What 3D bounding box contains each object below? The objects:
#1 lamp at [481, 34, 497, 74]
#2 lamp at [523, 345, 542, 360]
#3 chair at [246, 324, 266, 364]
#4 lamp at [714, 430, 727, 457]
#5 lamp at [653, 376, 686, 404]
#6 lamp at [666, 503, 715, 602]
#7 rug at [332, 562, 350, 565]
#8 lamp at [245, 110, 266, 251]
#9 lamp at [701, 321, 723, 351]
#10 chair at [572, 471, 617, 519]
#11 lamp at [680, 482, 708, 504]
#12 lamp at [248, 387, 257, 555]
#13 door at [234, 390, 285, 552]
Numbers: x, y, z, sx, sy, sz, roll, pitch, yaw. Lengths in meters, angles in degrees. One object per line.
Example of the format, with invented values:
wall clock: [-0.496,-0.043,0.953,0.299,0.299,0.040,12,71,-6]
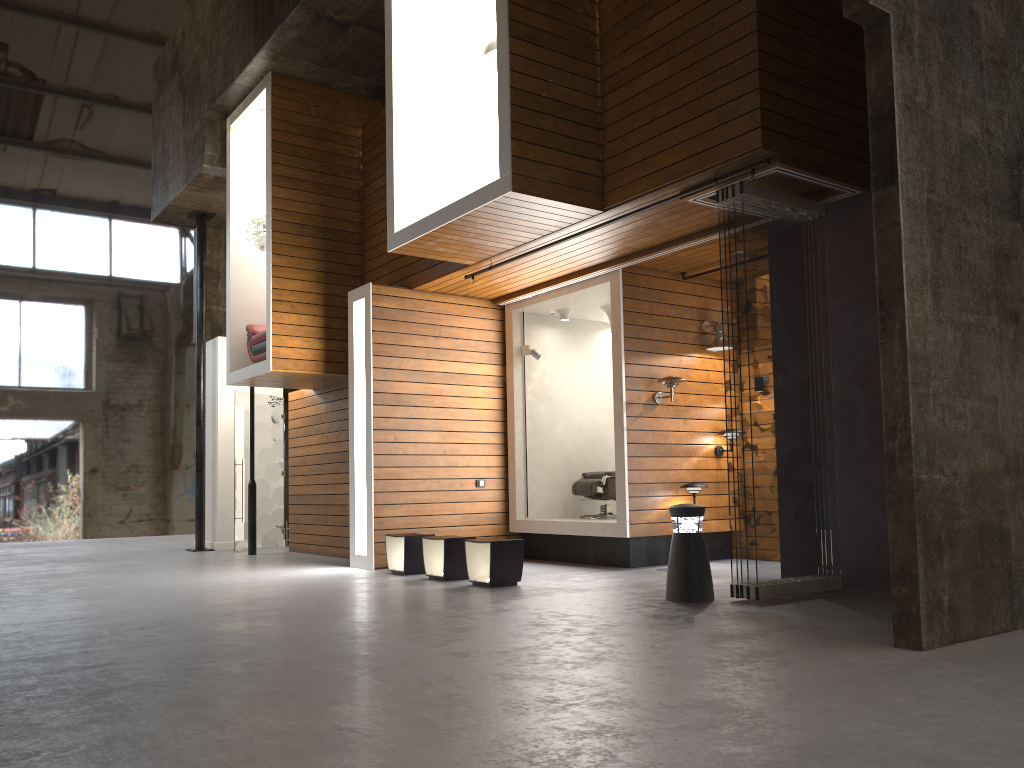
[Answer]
lamp: [-0.020,-3.384,7.985,0.530,0.983,0.532,1,-5,-23]
lamp: [0.230,-0.368,10.374,0.249,0.187,0.130,-4,-5,23]
chair: [-2.700,-0.656,11.096,0.953,0.934,1.204,3,-7,-35]
lamp: [2.322,0.620,9.454,0.288,0.296,0.328,3,-7,-35]
lamp: [1.594,0.054,8.966,0.288,0.270,0.352,3,-7,-35]
lamp: [1.288,1.221,6.467,0.348,0.694,0.349,1,-5,-29]
rug: [-1.299,2.097,10.543,1.579,0.014,0.542,4,-8,-35]
lamp: [-3.067,-2.546,11.049,0.512,1.768,0.489,-3,-4,18]
lamp: [2.188,-0.532,9.444,0.295,0.330,0.347,2,-6,-33]
chair: [1.181,1.035,10.427,0.825,1.067,0.758,1,-5,-20]
lamp: [1.849,1.418,8.940,0.288,0.859,0.288,-5,-5,40]
lamp: [-3.565,0.937,12.158,0.630,2.937,0.632,-2,-4,6]
door: [-3.736,1.292,13.161,0.146,2.296,1.290,-2,-5,17]
